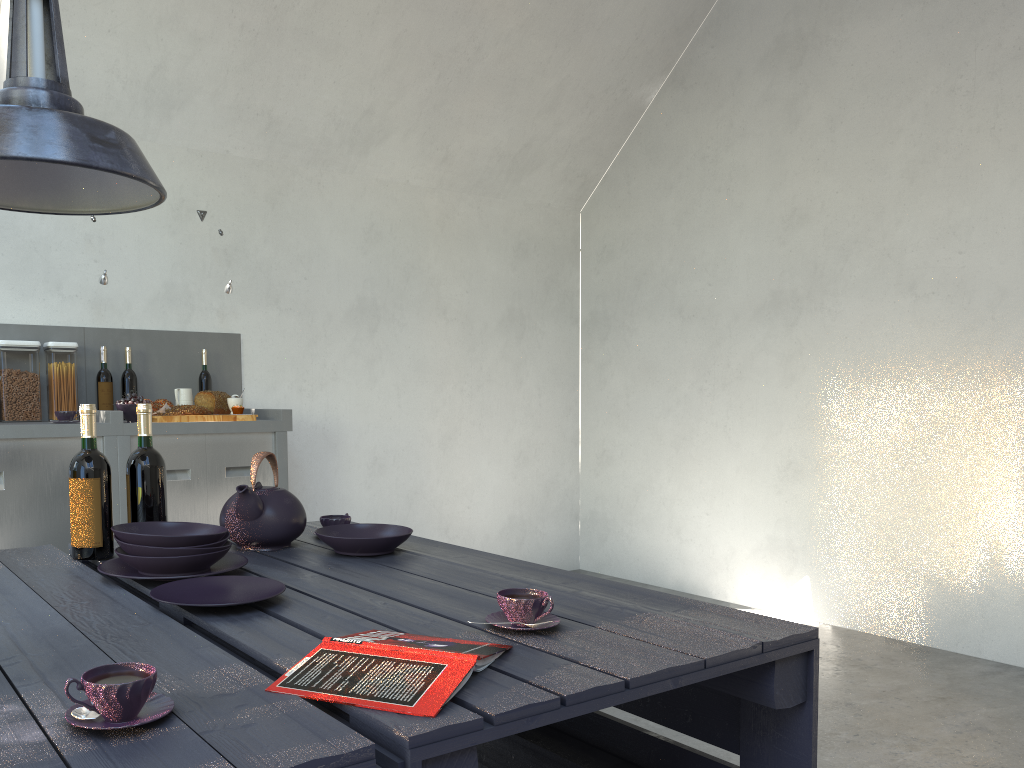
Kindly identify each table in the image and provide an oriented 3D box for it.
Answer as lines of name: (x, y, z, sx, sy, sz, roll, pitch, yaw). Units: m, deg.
table: (-0.618, 0.780, 1.564, 1.508, 0.800, 1.593, 0, 0, -37)

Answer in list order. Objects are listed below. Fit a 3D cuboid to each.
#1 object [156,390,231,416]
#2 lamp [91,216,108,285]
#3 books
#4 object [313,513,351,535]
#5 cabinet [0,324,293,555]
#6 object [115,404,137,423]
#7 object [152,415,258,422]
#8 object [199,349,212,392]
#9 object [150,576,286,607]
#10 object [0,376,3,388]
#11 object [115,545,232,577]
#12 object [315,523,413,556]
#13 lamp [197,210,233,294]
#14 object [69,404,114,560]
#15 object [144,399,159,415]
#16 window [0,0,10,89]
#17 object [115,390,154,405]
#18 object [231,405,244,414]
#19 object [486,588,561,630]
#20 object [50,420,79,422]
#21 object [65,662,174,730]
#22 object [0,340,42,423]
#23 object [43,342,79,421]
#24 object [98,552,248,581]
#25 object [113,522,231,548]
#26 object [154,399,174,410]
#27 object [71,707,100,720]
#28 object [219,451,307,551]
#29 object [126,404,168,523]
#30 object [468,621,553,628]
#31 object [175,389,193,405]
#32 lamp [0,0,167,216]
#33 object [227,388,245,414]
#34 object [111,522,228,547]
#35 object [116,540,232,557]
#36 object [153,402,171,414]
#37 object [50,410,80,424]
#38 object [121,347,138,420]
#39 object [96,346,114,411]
object: (-1.420, 0.084, 3.943, 0.132, 0.112, 0.433, 0, 0, 21)
lamp: (-1.857, -0.642, 3.858, 0.360, 0.437, 0.055, 2, 4, 42)
books: (-0.150, 0.362, 1.161, 0.232, 0.030, 0.291, 0, -1, 20)
object: (-0.454, 0.366, 2.253, 0.109, 0.056, 0.123, 0, 0, -45)
cabinet: (-2.273, 0.472, 3.461, 2.685, 1.485, 0.600, 0, 3, -36)
object: (-1.597, 0.124, 3.692, 0.150, 0.079, 0.143, 0, 0, 11)
object: (-1.422, 0.153, 3.930, 0.443, 0.028, 0.325, 1, -1, -37)
object: (-1.499, 0.004, 4.276, 0.059, 0.346, 0.065, -2, 5, -34)
object: (-0.517, 0.371, 1.542, 0.221, 0.019, 0.247, 0, -1, -33)
object: (-2.082, 0.064, 3.493, 0.104, 0.193, 0.092, 3, 4, 41)
object: (-0.685, 0.354, 1.775, 0.232, 0.047, 0.226, 0, -1, 3)
object: (-0.344, 0.364, 2.038, 0.232, 0.047, 0.226, 0, -1, 3)
lamp: (-1.415, -0.637, 4.175, 0.056, 0.439, 0.351, -3, 3, -38)
object: (-0.944, 0.217, 1.958, 0.092, 0.346, 0.090, 0, 4, 1)
object: (-1.615, 0.103, 3.851, 0.121, 0.077, 0.116, 0, 1, 6)
window: (-2.103, -1.885, 3.032, 0.782, 1.396, 1.563, -2, 2, -38)
object: (-1.597, 0.074, 3.689, 0.150, 0.095, 0.150, 0, 1, 38)
object: (-1.242, 0.116, 3.963, 0.062, 0.046, 0.055, 1, 1, 37)
object: (0.017, 0.351, 1.367, 0.110, 0.056, 0.122, 0, 0, -30)
object: (-1.796, 0.151, 3.517, 0.029, 0.013, 0.125, 0, -1, 25)
object: (-0.437, 0.346, 0.975, 0.123, 0.056, 0.109, 0, 0, 40)
object: (-2.141, -0.007, 3.797, 0.164, 0.356, 0.135, -2, 4, -38)
object: (-2.005, -0.005, 3.899, 0.120, 0.356, 0.135, -2, 4, -38)
object: (-0.686, 0.375, 1.779, 0.293, 0.024, 0.298, 0, -1, -6)
object: (-0.688, 0.326, 1.776, 0.217, 0.063, 0.240, 0, -1, -33)
object: (-1.584, 0.105, 3.961, 0.121, 0.077, 0.116, 0, 1, 6)
object: (-0.471, 0.363, 1.005, 0.027, 0.013, 0.132, 0, -1, -4)
object: (-0.604, 0.281, 2.125, 0.200, 0.233, 0.230, -1, 2, -36)
object: (-0.851, 0.218, 2.037, 0.091, 0.346, 0.091, 0, 4, -4)
object: (-0.001, 0.368, 1.333, 0.130, 0.013, 0.028, 0, 0, -8)
object: (-1.502, 0.080, 4.010, 0.079, 0.120, 0.092, -1, 2, -16)
lamp: (-0.836, -0.891, 1.514, 0.406, 1.102, 0.454, -2, 4, -37)
object: (-1.271, 0.079, 4.018, 0.074, 0.121, 0.071, 1, 3, 8)
object: (-0.690, 0.314, 1.770, 0.215, 0.058, 0.242, 0, -1, -38)
object: (-0.684, 0.339, 1.775, 0.216, 0.063, 0.241, 0, -1, -33)
object: (-1.590, 0.109, 3.883, 0.190, 0.059, 0.207, 0, -1, -17)
object: (-1.815, 0.135, 3.555, 0.111, 0.056, 0.121, 0, 0, -22)
object: (-1.781, 0.002, 4.071, 0.068, 0.346, 0.076, -2, 5, -34)
object: (-1.866, 0.001, 4.008, 0.068, 0.346, 0.077, -3, 5, -44)
